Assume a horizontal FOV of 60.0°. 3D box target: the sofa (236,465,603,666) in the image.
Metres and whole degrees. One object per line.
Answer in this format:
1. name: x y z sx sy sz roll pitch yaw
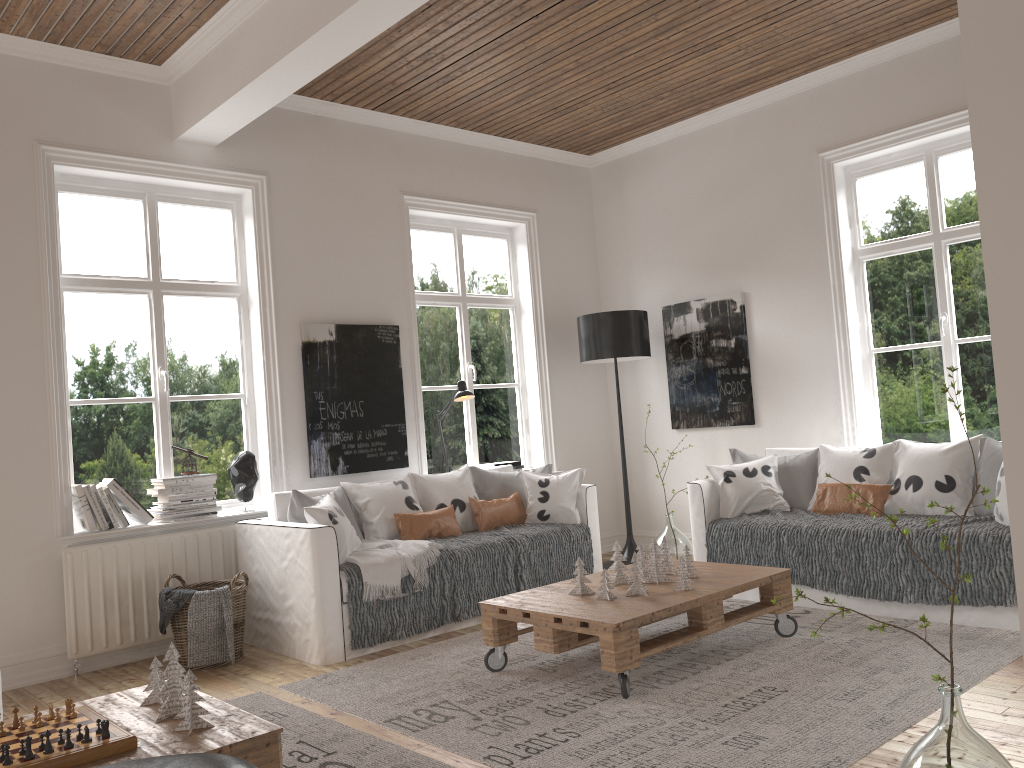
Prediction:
1. sofa: -0.458 0.919 5.050 1.960 0.776 0.866 -2 -3 -42

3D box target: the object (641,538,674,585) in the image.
1. object: 0.633 0.775 3.903 0.113 0.195 0.107 -3 -3 -35

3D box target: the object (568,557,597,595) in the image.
1. object: 0.294 0.813 3.771 0.088 0.161 0.093 -3 -3 -33

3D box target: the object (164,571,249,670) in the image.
1. object: -1.481 1.140 4.331 0.393 0.432 0.393 -3 -3 -20

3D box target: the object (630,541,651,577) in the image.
1. object: 0.598 0.801 4.072 0.090 0.164 0.095 -3 -3 -35

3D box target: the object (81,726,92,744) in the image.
1. object: -1.069 0.876 2.226 0.026 0.044 0.026 -5 -2 3

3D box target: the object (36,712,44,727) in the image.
1. object: -1.273 0.903 2.390 0.017 0.037 0.017 -3 -3 -23

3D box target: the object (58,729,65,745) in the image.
1. object: -1.132 0.884 2.226 0.017 0.037 0.017 -3 -3 -23

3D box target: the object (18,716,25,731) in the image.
1. object: -1.306 0.904 2.362 0.017 0.037 0.017 -3 -3 -23

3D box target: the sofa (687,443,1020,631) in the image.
1. sofa: 1.958 0.714 4.594 0.866 0.776 1.960 -2 -3 -42

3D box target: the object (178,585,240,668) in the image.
1. object: -1.469 1.149 4.287 0.290 0.356 0.349 -4 -3 -13

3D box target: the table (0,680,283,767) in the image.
1. table: -1.283 1.097 2.203 1.189 0.300 0.821 -2 -3 -42

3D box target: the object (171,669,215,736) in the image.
1. object: -0.857 0.840 2.368 0.082 0.160 0.082 -6 -3 37

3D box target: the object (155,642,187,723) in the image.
1. object: -0.956 0.833 2.517 0.111 0.204 0.118 -4 -3 -18

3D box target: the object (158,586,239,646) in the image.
1. object: -1.527 1.136 4.275 0.303 0.332 0.367 -6 -3 39

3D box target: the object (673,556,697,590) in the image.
1. object: 0.711 0.787 3.695 0.073 0.142 0.072 -3 -3 -34

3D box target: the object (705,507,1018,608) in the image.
1. object: 1.860 0.823 4.487 0.656 0.390 1.704 -2 -3 -42

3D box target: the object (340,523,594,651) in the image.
1. object: -0.336 1.052 4.934 1.680 0.423 0.651 -2 -3 -41

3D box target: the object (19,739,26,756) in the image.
1. object: -1.196 0.887 2.168 0.017 0.037 0.017 -3 -3 -23

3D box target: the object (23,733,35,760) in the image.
1. object: -1.165 0.872 2.137 0.025 0.058 0.025 -5 -2 3

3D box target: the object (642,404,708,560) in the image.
1. object: 1.125 0.673 5.869 0.515 1.117 0.275 -3 -3 -25

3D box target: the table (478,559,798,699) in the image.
1. table: 0.563 1.028 3.870 1.189 0.300 0.821 -2 -3 -42

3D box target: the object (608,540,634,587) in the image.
1. object: 0.473 0.791 3.950 0.112 0.193 0.106 -4 -3 -14

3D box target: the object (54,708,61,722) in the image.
1. object: -1.239 0.901 2.419 0.017 0.037 0.017 -3 -3 -23

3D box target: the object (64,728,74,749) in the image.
1. object: -1.099 0.875 2.197 0.022 0.047 0.022 -4 -3 -10

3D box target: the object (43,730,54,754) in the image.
1. object: -1.133 0.872 2.166 0.025 0.055 0.025 -4 -3 -10

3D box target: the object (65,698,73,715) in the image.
1. object: -1.239 0.902 2.481 0.019 0.040 0.019 -4 -2 -8

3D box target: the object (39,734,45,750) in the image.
1. object: -1.164 0.885 2.198 0.017 0.037 0.017 -3 -3 -23

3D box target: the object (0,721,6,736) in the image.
1. object: -1.341 0.905 2.332 0.017 0.037 0.017 -3 -3 -23

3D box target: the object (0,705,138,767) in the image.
1. object: -1.249 0.932 2.264 0.429 0.036 0.429 -2 -3 -42

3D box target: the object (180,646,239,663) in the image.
1. object: -1.473 1.252 4.331 0.280 0.186 0.291 -6 -3 34

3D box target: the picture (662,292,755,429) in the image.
1. picture: 1.377 -0.148 6.273 0.041 0.908 0.680 -2 -3 -42

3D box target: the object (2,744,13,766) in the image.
1. object: -1.199 0.879 2.107 0.022 0.047 0.022 -5 -3 16

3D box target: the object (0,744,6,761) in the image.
1. object: -1.229 0.888 2.142 0.017 0.037 0.017 -3 -3 -23

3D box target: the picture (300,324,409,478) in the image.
1. picture: -0.955 0.088 5.438 0.680 0.908 0.041 -2 -3 -42

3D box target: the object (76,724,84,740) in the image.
1. object: -1.100 0.883 2.256 0.017 0.037 0.017 -3 -3 -23

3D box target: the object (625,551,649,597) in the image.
1. object: 0.513 0.784 3.688 0.097 0.178 0.103 -5 -3 11

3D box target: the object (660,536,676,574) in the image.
1. object: 0.711 0.787 4.099 0.090 0.176 0.090 -5 -3 10

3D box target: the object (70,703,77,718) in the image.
1. object: -1.210 0.900 2.447 0.017 0.037 0.017 -3 -3 -23

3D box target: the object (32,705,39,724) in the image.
1. object: -1.301 0.901 2.426 0.022 0.047 0.022 -4 -3 -10

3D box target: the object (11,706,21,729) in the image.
1. object: -1.340 0.899 2.395 0.025 0.055 0.025 -4 -3 -10

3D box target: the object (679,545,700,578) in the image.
1. object: 0.784 0.790 3.961 0.075 0.147 0.075 -4 -3 -10

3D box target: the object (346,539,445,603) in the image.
1. object: -0.681 0.930 4.654 0.588 0.255 0.729 -2 -3 -38

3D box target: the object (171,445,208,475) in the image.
1. object: -1.732 0.403 4.776 0.177 0.161 0.092 -5 -3 16

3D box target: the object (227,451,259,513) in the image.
1. object: -1.501 0.545 4.965 0.171 0.340 0.177 -4 -2 -6

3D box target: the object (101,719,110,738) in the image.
1. object: -1.033 0.876 2.254 0.019 0.040 0.019 -4 -2 -8

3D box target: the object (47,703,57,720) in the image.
1. object: -1.273 0.902 2.452 0.026 0.044 0.026 -5 -2 3

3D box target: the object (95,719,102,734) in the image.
1. object: -1.065 0.882 2.286 0.017 0.037 0.017 -3 -3 -23
